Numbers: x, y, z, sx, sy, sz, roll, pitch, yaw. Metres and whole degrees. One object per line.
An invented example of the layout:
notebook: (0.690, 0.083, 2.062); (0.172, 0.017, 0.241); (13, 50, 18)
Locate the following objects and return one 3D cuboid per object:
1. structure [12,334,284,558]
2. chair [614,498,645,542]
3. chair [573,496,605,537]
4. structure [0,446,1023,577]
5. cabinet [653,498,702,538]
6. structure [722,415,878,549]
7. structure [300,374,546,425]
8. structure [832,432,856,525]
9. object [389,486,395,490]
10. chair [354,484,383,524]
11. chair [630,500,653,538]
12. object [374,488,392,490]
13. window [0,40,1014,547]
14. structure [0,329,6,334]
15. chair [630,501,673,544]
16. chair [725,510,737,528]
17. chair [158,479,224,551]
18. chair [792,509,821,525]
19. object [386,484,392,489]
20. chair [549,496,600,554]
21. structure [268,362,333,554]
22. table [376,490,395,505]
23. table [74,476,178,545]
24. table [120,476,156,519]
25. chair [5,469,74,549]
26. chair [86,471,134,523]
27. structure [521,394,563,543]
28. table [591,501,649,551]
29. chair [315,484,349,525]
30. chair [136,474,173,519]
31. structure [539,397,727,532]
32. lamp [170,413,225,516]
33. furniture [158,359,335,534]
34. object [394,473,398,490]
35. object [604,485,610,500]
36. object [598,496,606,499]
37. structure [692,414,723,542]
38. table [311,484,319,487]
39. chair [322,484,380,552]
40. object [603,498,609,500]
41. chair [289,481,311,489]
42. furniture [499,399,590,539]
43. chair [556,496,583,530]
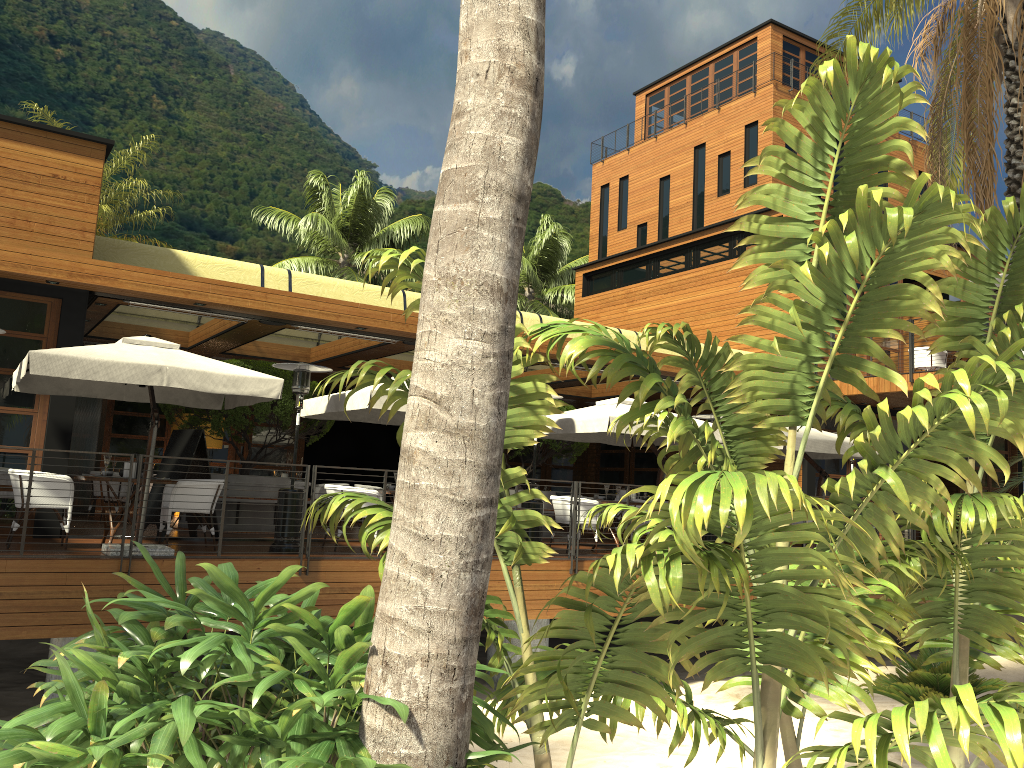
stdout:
structure: (-4.091, 0.613, 9.651); (2.411, 2.339, 2.410); (8, -9, -32)
chair: (2.177, 2.541, 16.556); (0.627, 0.790, 0.615); (1, -8, 14)
chair: (1.504, 2.630, 17.599); (0.617, 0.790, 0.626); (1, -8, 14)
structure: (2.989, 2.099, 12.657); (26.237, 1.156, 0.163); (7, -9, -32)
cabinet: (3.815, 2.971, 19.613); (0.556, 0.840, 1.609); (8, -8, -32)
structure: (4.465, 1.693, 14.945); (2.411, 2.339, 2.410); (8, -9, -32)
structure: (-1.239, 0.973, 11.415); (2.411, 2.339, 2.410); (8, -9, -32)
structure: (5.947, 1.903, 15.510); (0.698, 2.198, 0.699); (10, -11, -44)
object: (-1.518, 1.335, 11.353); (0.116, 0.065, 0.116); (8, -8, -33)
chair: (-2.893, 2.428, 17.851); (0.616, 0.790, 0.626); (4, -8, -11)
chair: (2.695, 2.755, 18.119); (0.627, 0.790, 0.615); (1, -8, 14)
object: (-1.626, 1.335, 11.228); (0.170, 0.025, 0.294); (7, -8, -32)
window: (4.018, -5.272, 23.038); (14.483, 18.008, 38.336); (-2, -9, 35)
structure: (-5.384, 0.472, 8.499); (0.698, 2.198, 0.699); (10, -11, -44)
chair: (2.192, 2.185, 13.556); (0.616, 0.790, 0.626); (7, -9, -31)
chair: (3.753, 2.386, 14.551); (0.616, 0.790, 0.626); (7, -9, -31)
chair: (-3.590, 1.455, 9.978); (0.616, 0.790, 0.626); (7, -9, -31)
chair: (5.078, 2.550, 15.342); (0.616, 0.790, 0.626); (7, -9, -31)
object: (-1.590, 1.331, 11.439); (0.086, 0.086, 0.086); (7, -8, -27)
chair: (0.867, 2.022, 12.765); (0.616, 0.790, 0.626); (7, -9, -31)
structure: (-2.514, 0.835, 10.275); (0.698, 2.198, 0.699); (10, -11, -44)
table: (-1.362, 1.754, 11.349); (0.930, 0.751, 0.930); (7, -8, -32)
table: (-4.222, 1.393, 9.580); (0.930, 0.751, 0.930); (7, -8, -32)
table: (-6.380, 1.914, 14.918); (1.166, 0.751, 1.163); (-1, -8, 27)
chair: (-4.916, 1.291, 9.187); (0.616, 0.790, 0.626); (7, -9, -31)
chair: (-6.404, 1.800, 14.120); (0.627, 0.790, 0.615); (3, -7, -1)
structure: (0.298, 1.190, 12.015); (0.698, 2.198, 0.699); (10, -11, -44)
table: (1.498, 2.115, 13.119); (0.930, 0.751, 0.930); (7, -8, -32)
chair: (-3.425, 2.268, 16.738); (0.616, 0.790, 0.626); (7, -8, -26)
chair: (-6.313, 2.000, 15.765); (0.627, 0.790, 0.615); (3, -7, -1)
structure: (1.613, 1.333, 13.180); (2.411, 2.339, 2.410); (8, -9, -32)
lamp: (-6.166, 1.616, 17.184); (0.973, 2.016, 0.971); (-3, -10, 38)
furniture: (-4.296, 0.966, 14.208); (2.569, 2.729, 2.712); (0, -8, 23)
object: (-1.462, 1.236, 11.203); (0.082, 0.227, 0.082); (8, -9, -31)
object: (1.383, 1.595, 12.964); (0.082, 0.227, 0.082); (8, -9, -31)
object: (1.328, 1.695, 13.114); (0.116, 0.065, 0.116); (8, -8, -33)
structure: (3.119, 1.546, 13.761); (0.698, 2.198, 0.699); (10, -11, -44)
table: (-4.206, 2.215, 16.483); (1.166, 0.751, 1.163); (-1, -8, 27)
chair: (-2.018, 1.657, 10.980); (0.616, 0.790, 0.626); (7, -9, -31)
object: (1.382, 1.699, 13.029); (0.080, 0.042, 0.080); (1, -7, 19)
chair: (-3.913, 2.116, 15.678); (0.627, 0.790, 0.616); (7, -8, -26)
furniture: (0.119, 1.513, 16.857); (2.690, 2.729, 2.613); (9, -10, -41)
chair: (1.226, 2.845, 19.527); (0.617, 0.790, 0.626); (1, -8, 14)
